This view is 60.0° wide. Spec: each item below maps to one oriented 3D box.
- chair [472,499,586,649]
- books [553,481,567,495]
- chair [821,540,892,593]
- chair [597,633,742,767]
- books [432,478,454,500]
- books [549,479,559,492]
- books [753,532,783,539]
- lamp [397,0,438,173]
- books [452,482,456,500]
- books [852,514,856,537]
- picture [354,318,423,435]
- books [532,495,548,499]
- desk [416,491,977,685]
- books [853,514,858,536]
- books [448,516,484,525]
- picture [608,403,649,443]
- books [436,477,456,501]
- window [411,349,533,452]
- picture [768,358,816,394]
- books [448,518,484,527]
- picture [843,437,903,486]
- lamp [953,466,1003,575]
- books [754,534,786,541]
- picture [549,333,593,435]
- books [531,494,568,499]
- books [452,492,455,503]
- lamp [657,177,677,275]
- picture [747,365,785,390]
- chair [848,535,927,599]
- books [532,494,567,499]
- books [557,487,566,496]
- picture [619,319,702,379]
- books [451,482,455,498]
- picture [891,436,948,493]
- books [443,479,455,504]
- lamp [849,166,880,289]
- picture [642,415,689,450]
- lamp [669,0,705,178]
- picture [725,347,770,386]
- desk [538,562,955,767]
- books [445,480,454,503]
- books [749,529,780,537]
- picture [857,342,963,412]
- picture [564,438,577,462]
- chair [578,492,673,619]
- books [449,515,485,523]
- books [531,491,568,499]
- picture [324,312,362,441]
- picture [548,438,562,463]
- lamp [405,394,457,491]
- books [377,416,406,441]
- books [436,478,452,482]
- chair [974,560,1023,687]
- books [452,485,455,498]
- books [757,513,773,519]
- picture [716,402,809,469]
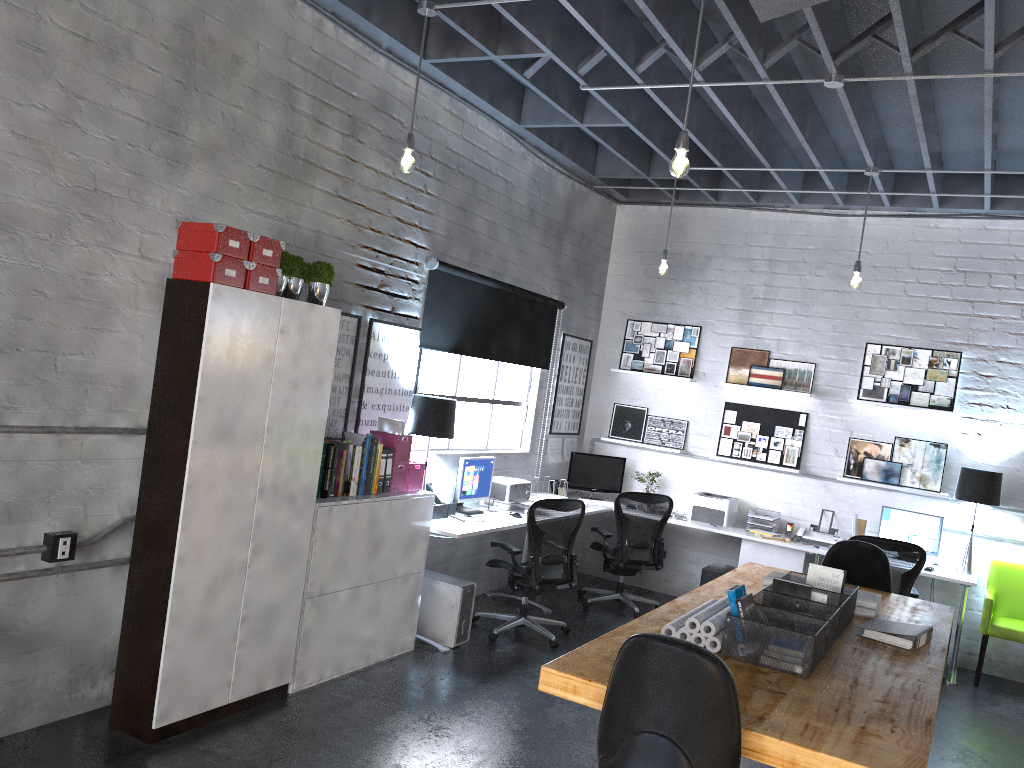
[{"bbox_3d":[0.117,1.288,6.388,0.752,1.032,0.732,9,1,32],"label":"chair"},{"bbox_3d":[0.439,0.950,8.087,0.017,0.121,0.184,9,1,43],"label":"books"},{"bbox_3d":[1.840,1.474,4.896,0.658,1.165,0.687,9,1,26],"label":"chair"},{"bbox_3d":[0.470,1.297,2.724,0.658,1.165,0.687,9,1,26],"label":"chair"},{"bbox_3d":[-0.509,0.802,6.296,0.172,0.243,0.026,9,1,28],"label":"books"},{"bbox_3d":[0.398,0.935,8.146,0.052,0.109,0.133,9,1,43],"label":"books"},{"bbox_3d":[2.152,1.272,7.459,0.211,0.014,0.148,8,0,3],"label":"books"},{"bbox_3d":[-0.497,-1.536,4.616,0.104,0.878,0.104,9,2,28],"label":"lamp"},{"bbox_3d":[-0.496,0.804,6.320,0.172,0.243,0.026,9,1,28],"label":"books"},{"bbox_3d":[2.863,1.243,7.417,0.036,0.296,0.210,9,1,28],"label":"books"},{"bbox_3d":[-0.801,-0.012,5.856,0.020,0.780,0.607,9,1,28],"label":"picture"},{"bbox_3d":[0.310,0.990,7.787,0.297,0.006,0.210,8,0,28],"label":"books"},{"bbox_3d":[1.372,1.587,6.557,3.571,0.786,3.301,8,1,28],"label":"desk"},{"bbox_3d":[2.872,1.243,7.416,0.043,0.296,0.210,9,1,28],"label":"books"},{"bbox_3d":[-0.316,0.939,6.101,0.158,0.012,0.209,8,1,-39],"label":"books"},{"bbox_3d":[1.126,0.376,8.597,0.354,0.343,0.042,8,1,28],"label":"picture"},{"bbox_3d":[-0.494,0.802,6.324,0.179,0.248,0.026,9,1,28],"label":"books"},{"bbox_3d":[-0.268,-0.074,7.020,0.030,1.220,1.823,9,1,28],"label":"window"},{"bbox_3d":[2.476,-0.071,7.896,0.409,0.277,0.036,8,1,28],"label":"picture"},{"bbox_3d":[-0.316,0.951,6.098,0.158,0.012,0.213,8,1,-37],"label":"books"},{"bbox_3d":[3.074,0.656,7.531,0.451,0.345,0.054,8,1,28],"label":"picture"},{"bbox_3d":[3.636,1.085,6.985,0.334,0.832,0.333,8,1,-10],"label":"lamp"},{"bbox_3d":[2.170,1.289,7.462,0.211,0.014,0.148,8,0,-7],"label":"books"},{"bbox_3d":[0.563,0.019,8.378,0.020,0.935,0.659,9,1,28],"label":"picture"},{"bbox_3d":[0.312,0.985,7.787,0.297,0.006,0.210,8,0,30],"label":"books"},{"bbox_3d":[-0.492,0.804,6.328,0.172,0.243,0.026,9,1,28],"label":"books"},{"bbox_3d":[1.264,-1.306,7.103,0.104,0.878,0.104,9,2,28],"label":"lamp"},{"bbox_3d":[2.284,-0.058,7.980,0.310,0.196,0.029,8,1,28],"label":"picture"},{"bbox_3d":[2.740,1.653,6.799,0.732,1.032,0.752,8,1,-3],"label":"chair"},{"bbox_3d":[0.312,0.980,7.787,0.297,0.006,0.210,8,0,28],"label":"books"},{"bbox_3d":[0.456,0.984,8.080,0.037,0.076,0.102,9,1,43],"label":"books"},{"bbox_3d":[1.409,-0.340,8.473,0.748,0.503,0.058,8,1,28],"label":"picture"},{"bbox_3d":[-0.505,0.801,6.309,0.175,0.245,0.026,9,1,28],"label":"books"},{"bbox_3d":[3.375,0.668,7.380,0.409,0.408,0.048,8,1,28],"label":"picture"},{"bbox_3d":[-0.499,0.802,6.312,0.177,0.246,0.026,9,1,28],"label":"books"},{"bbox_3d":[2.541,-1.122,6.413,0.104,0.878,0.104,9,2,28],"label":"lamp"},{"bbox_3d":[1.456,0.457,8.414,0.409,0.277,0.036,8,1,28],"label":"picture"},{"bbox_3d":[0.795,-1.349,3.918,0.104,0.878,0.104,9,2,28],"label":"lamp"},{"bbox_3d":[2.147,-0.152,8.079,0.354,0.343,0.042,8,1,28],"label":"picture"},{"bbox_3d":[1.178,1.509,3.816,1.114,0.926,2.834,8,1,28],"label":"desk"},{"bbox_3d":[-0.506,0.803,6.300,0.173,0.243,0.026,9,1,28],"label":"books"},{"bbox_3d":[2.130,1.255,7.468,0.211,0.014,0.148,8,1,43],"label":"books"},{"bbox_3d":[3.326,-0.063,7.437,0.748,0.503,0.058,8,1,28],"label":"picture"},{"bbox_3d":[0.570,0.638,8.548,0.036,0.221,0.289,9,1,28],"label":"picture"},{"bbox_3d":[0.953,1.396,7.590,0.732,1.032,0.752,7,1,-38],"label":"chair"},{"bbox_3d":[-0.309,0.929,6.103,0.171,0.010,0.211,8,1,-35],"label":"books"},{"bbox_3d":[0.315,0.975,7.791,0.297,0.006,0.210,8,0,29],"label":"books"},{"bbox_3d":[-1.131,-0.053,5.238,0.020,0.780,0.607,9,1,28],"label":"picture"},{"bbox_3d":[0.406,0.617,8.241,0.036,0.221,0.289,9,1,28],"label":"picture"},{"bbox_3d":[-0.576,0.501,5.983,0.334,0.832,0.333,8,1,-10],"label":"lamp"},{"bbox_3d":[-0.758,0.347,5.509,0.192,0.267,0.060,9,1,28],"label":"books"},{"bbox_3d":[-0.507,0.800,6.305,0.175,0.245,0.026,9,1,28],"label":"books"},{"bbox_3d":[3.916,1.875,6.762,0.610,0.921,0.516,9,1,28],"label":"chair"},{"bbox_3d":[-0.498,0.803,6.316,0.172,0.243,0.026,9,1,28],"label":"books"},{"bbox_3d":[2.222,1.161,7.799,0.134,0.008,0.203,8,0,11],"label":"books"},{"bbox_3d":[2.247,0.457,7.986,0.748,0.503,0.058,8,1,28],"label":"picture"}]
